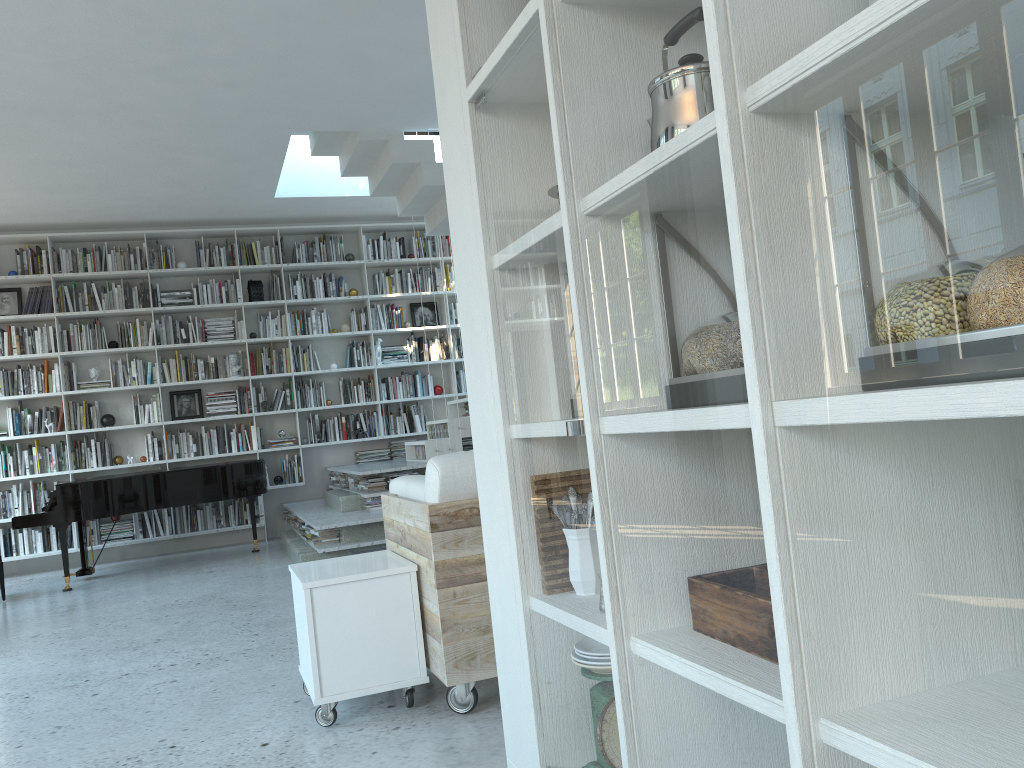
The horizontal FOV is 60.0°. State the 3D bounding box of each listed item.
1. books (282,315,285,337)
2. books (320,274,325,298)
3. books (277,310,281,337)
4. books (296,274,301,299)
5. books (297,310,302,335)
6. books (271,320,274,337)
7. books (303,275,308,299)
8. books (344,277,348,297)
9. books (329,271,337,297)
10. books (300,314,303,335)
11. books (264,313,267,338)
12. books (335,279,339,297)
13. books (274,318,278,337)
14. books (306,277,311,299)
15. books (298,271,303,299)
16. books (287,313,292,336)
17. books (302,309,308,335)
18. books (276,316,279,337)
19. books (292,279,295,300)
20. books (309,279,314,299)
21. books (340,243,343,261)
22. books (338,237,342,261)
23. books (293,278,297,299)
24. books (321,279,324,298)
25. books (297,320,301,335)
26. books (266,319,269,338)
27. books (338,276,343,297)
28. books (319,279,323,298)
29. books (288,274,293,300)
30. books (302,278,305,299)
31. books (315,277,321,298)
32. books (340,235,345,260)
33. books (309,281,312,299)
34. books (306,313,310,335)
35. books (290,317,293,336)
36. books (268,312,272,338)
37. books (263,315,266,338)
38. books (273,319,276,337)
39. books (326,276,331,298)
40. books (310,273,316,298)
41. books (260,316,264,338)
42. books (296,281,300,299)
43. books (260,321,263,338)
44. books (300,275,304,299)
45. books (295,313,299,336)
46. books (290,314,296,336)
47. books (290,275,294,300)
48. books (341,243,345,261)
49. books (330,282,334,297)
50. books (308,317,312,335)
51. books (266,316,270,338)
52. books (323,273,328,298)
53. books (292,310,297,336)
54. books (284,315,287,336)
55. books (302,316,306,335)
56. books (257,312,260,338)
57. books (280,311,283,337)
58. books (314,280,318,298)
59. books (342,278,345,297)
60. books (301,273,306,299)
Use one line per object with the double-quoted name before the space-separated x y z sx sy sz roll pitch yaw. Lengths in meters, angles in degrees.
"books" -2.350 -0.576 9.085 0.028 0.229 0.177 -6 -2 -19
"books" -1.980 -0.997 9.255 0.012 0.264 0.156 -6 -2 -19
"books" -2.389 -0.604 9.092 0.028 0.293 0.154 -6 -2 -19
"books" -2.207 -0.985 9.179 0.011 0.283 0.173 -6 -2 -19
"books" -2.201 -0.617 9.181 0.014 0.284 0.135 -6 -2 -19
"books" -2.451 -0.549 9.054 0.024 0.195 0.173 -6 -2 -19
"books" -2.149 -0.986 9.215 0.012 0.276 0.133 -6 -2 -19
"books" -1.757 -1.000 9.349 0.026 0.229 0.140 -6 -2 -19
"books" -1.874 -1.018 9.278 0.029 0.285 0.183 -6 -2 -19
"books" -2.179 -0.596 9.166 0.013 0.236 0.157 -6 -2 -19
"books" -2.517 -0.583 9.051 0.019 0.275 0.146 -6 -2 -19
"books" -1.847 -0.984 9.301 0.030 0.213 0.157 -6 -2 -19
"books" -2.416 -0.560 9.071 0.029 0.211 0.158 -6 -2 -19
"books" -2.121 -0.972 9.199 0.027 0.241 0.160 -6 -2 -19
"books" -2.194 -0.998 9.178 0.014 0.306 0.152 -6 -2 -19
"books" -2.295 -0.593 9.113 0.028 0.251 0.190 -6 -2 -19
"books" -2.139 -0.622 9.163 0.014 0.280 0.177 -6 -2 -19
"books" -2.402 -0.573 9.084 0.024 0.234 0.149 -6 -2 -19
"books" -2.266 -0.957 9.164 0.012 0.239 0.139 -6 -2 -19
"books" -2.088 -0.966 9.233 0.028 0.223 0.142 -6 -2 -19
"books" -1.809 -1.357 9.341 0.018 0.214 0.157 -6 -2 -19
"books" -1.820 -1.389 9.325 0.008 0.278 0.180 -6 -2 -19
"books" -2.247 -0.961 9.165 0.026 0.243 0.148 -6 -2 -19
"books" -1.988 -0.975 9.249 0.011 0.222 0.159 -6 -2 -19
"books" -2.206 -0.564 9.158 0.021 0.179 0.136 -6 -2 -19
"books" -2.502 -0.550 9.053 0.023 0.207 0.171 -6 -2 -19
"books" -1.805 -1.000 9.304 0.054 0.235 0.171 -6 -2 -19
"books" -1.998 -0.968 9.231 0.021 0.209 0.181 -6 -2 -19
"books" -2.286 -0.979 9.144 0.012 0.285 0.159 -6 -2 -19
"books" -2.171 -0.964 9.192 0.012 0.235 0.165 -6 -2 -19
"books" -2.024 -0.979 9.238 0.023 0.236 0.149 -6 -2 -19
"books" -1.787 -1.405 9.343 0.006 0.306 0.163 -6 -2 -19
"books" -2.106 -0.960 9.223 0.014 0.215 0.132 -6 -2 -19
"books" -2.122 -0.602 9.174 0.022 0.237 0.164 -6 -2 -19
"books" -2.283 -0.572 9.145 0.013 0.210 0.140 -6 -2 -19
"books" -2.467 -0.588 9.039 0.028 0.275 0.187 -6 -2 -19
"books" -2.529 -0.569 9.045 0.028 0.250 0.164 -6 -2 -19
"books" -2.435 -0.551 9.063 0.027 0.196 0.185 -6 -2 -19
"books" -1.927 -0.989 9.267 0.030 0.238 0.186 -6 -2 -19
"books" -2.071 -0.998 9.237 0.013 0.284 0.154 -6 -2 -19
"books" -2.547 -0.563 9.044 0.024 0.242 0.159 -6 -2 -19
"books" -2.215 -0.947 9.156 0.026 0.207 0.181 -6 -2 -19
"books" -2.555 -0.534 9.017 0.028 0.185 0.181 -6 -2 -19
"books" -2.181 -0.980 9.181 0.010 0.268 0.166 -6 -2 -19
"books" -2.223 -0.598 9.141 0.014 0.247 0.176 -6 -2 -19
"books" -2.263 -0.590 9.149 0.030 0.242 0.138 -6 -2 -19
"books" -2.281 -0.976 9.167 0.011 0.280 0.133 -6 -2 -19
"books" -1.791 -1.356 9.337 0.014 0.208 0.188 -6 -2 -19
"books" -1.899 -0.963 9.280 0.027 0.181 0.176 -6 -2 -19
"books" -2.100 -0.582 9.189 0.025 0.194 0.171 -6 -2 -19
"books" -2.488 -0.566 9.053 0.023 0.236 0.178 -6 -2 -19
"books" -1.956 -1.009 9.278 0.012 0.285 0.159 -6 -2 -19
"books" -2.243 -0.611 9.153 0.014 0.278 0.154 -6 -2 -19
"books" -2.337 -0.581 9.105 0.026 0.238 0.173 -6 -2 -19
"books" -2.161 -0.587 9.174 0.026 0.216 0.161 -6 -2 -19
"books" -2.579 -0.582 9.035 0.018 0.285 0.159 -6 -2 -19
"books" -2.373 -0.597 9.095 0.025 0.277 0.173 -6 -2 -19
"books" -2.049 -0.966 9.241 0.025 0.216 0.144 -6 -2 -19
"books" -1.785 -0.992 9.320 0.048 0.216 0.182 -6 -2 -19
"books" -2.163 -0.995 9.204 0.021 0.296 0.138 -6 -2 -19
